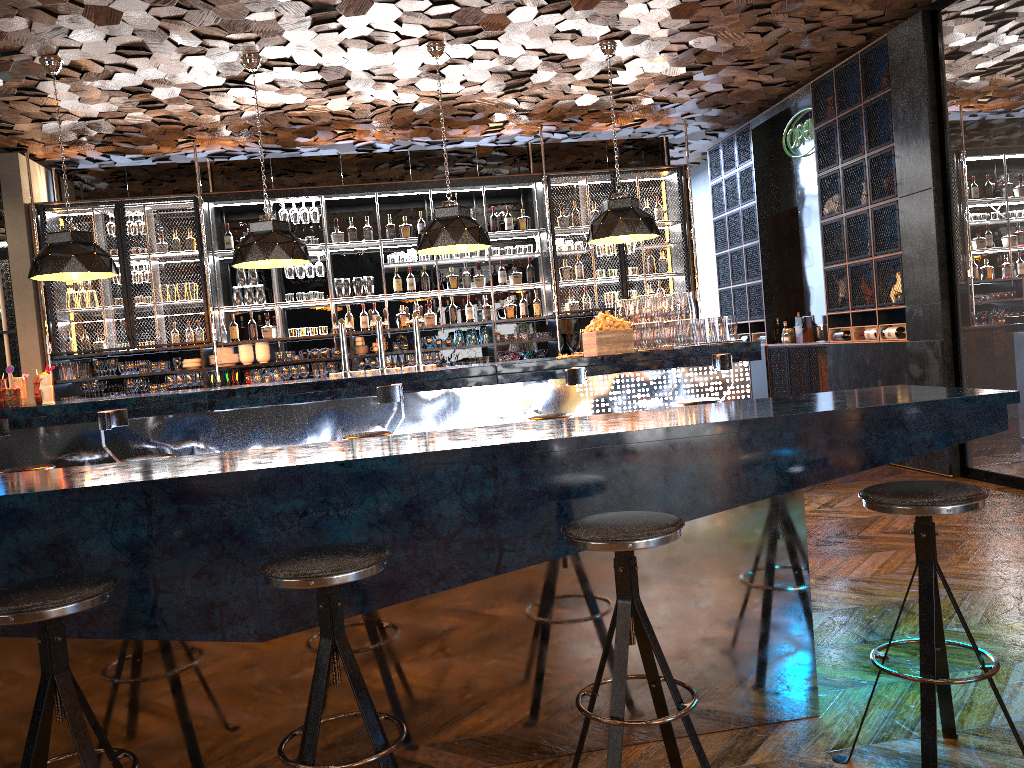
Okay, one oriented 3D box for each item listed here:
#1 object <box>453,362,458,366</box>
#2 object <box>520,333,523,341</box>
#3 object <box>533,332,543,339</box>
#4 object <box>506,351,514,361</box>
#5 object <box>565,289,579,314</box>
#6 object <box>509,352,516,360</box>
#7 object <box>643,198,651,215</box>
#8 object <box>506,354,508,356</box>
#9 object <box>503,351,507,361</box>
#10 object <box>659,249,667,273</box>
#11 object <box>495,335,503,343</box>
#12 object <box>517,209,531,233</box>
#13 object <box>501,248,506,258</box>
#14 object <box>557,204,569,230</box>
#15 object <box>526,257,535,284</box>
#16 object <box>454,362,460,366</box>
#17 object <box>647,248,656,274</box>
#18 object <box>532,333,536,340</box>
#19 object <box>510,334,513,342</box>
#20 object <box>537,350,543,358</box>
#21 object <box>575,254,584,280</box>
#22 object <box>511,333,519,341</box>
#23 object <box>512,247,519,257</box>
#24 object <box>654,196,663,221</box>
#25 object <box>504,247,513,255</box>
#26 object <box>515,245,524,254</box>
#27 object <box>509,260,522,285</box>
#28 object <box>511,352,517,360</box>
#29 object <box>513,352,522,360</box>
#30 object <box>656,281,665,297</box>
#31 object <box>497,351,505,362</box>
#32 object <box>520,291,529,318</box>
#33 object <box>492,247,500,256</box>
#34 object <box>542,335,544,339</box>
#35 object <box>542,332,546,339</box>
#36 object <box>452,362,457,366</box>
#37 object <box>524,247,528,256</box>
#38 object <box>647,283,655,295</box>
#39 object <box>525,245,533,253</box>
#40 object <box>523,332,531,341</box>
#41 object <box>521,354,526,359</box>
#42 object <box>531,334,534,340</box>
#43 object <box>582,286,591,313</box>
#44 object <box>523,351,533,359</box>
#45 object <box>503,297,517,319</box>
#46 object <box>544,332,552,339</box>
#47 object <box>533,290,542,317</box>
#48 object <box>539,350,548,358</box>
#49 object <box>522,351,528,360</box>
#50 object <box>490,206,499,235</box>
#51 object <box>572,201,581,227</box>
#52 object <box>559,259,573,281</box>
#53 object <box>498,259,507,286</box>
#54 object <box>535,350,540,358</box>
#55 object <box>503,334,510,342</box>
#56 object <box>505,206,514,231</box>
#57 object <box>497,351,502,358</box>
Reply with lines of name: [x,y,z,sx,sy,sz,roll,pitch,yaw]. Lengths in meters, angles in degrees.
object: [-0.597,-0.180,9.502,0.067,0.099,0.067,-7,3,-36]
object: [0.125,-0.510,9.574,0.084,0.082,0.084,-5,2,-2]
object: [0.282,-0.516,9.535,0.088,0.070,0.098,-4,3,27]
object: [-0.026,-0.268,9.505,0.089,0.174,0.089,-3,3,42]
object: [0.656,-0.900,9.727,0.123,0.279,0.123,-6,3,-19]
object: [0.029,-0.270,9.735,0.106,0.148,0.106,-4,2,11]
object: [1.496,-1.918,9.834,0.083,0.282,0.083,-5,2,7]
object: [-0.061,-0.273,9.696,0.089,0.174,0.089,-3,3,42]
object: [-0.062,-0.269,9.598,0.089,0.174,0.089,-3,3,42]
object: [1.678,-1.363,9.877,0.083,0.282,0.083,-5,2,2]
object: [-0.138,-0.481,9.441,0.084,0.082,0.084,-6,3,-16]
object: [0.128,-1.773,9.636,0.151,0.248,0.094,-4,3,21]
object: [-0.076,-1.437,9.731,0.089,0.092,0.089,-6,3,-22]
object: [0.553,-1.828,9.684,0.123,0.279,0.123,-5,2,0]
object: [0.198,-1.234,9.667,0.086,0.299,0.086,-3,3,41]
object: [-0.579,-0.177,9.379,0.067,0.099,0.067,-7,3,-36]
object: [1.543,-1.359,9.861,0.086,0.299,0.086,-3,3,41]
object: [0.270,-0.519,9.631,0.088,0.070,0.098,-4,3,15]
object: [0.009,-0.502,9.654,0.084,0.082,0.084,-5,2,-11]
object: [0.327,-0.294,9.638,0.107,0.152,0.107,-5,2,6]
object: [0.739,-1.283,9.755,0.086,0.298,0.086,-3,3,41]
object: [0.039,-0.497,9.462,0.084,0.082,0.084,-5,2,10]
object: [0.031,-1.446,9.721,0.089,0.092,0.089,-6,3,-22]
object: [1.629,-1.940,9.880,0.086,0.298,0.086,-7,3,-44]
object: [-0.034,-1.435,9.591,0.089,0.092,0.089,-5,2,-9]
object: [0.085,-1.444,9.570,0.089,0.092,0.089,-3,3,31]
object: [0.035,-1.207,9.627,0.123,0.279,0.123,-6,3,-19]
object: [0.048,-0.267,9.619,0.106,0.148,0.106,-4,3,24]
object: [0.063,-0.263,9.503,0.106,0.148,0.106,-5,2,10]
object: [1.656,-1.004,9.898,0.086,0.298,0.086,-3,3,41]
object: [-0.123,-0.257,9.431,0.089,0.174,0.089,-3,3,42]
object: [0.128,-0.861,9.678,0.086,0.298,0.086,-3,3,41]
object: [-0.172,-1.421,9.542,0.089,0.092,0.089,-6,3,-22]
object: [0.358,-0.529,9.698,0.088,0.070,0.098,-3,3,38]
object: [0.373,-0.526,9.597,0.098,0.070,0.088,-4,3,19]
object: [-0.614,-0.183,9.598,0.067,0.099,0.067,-7,3,-36]
object: [0.137,-1.456,9.749,0.089,0.092,0.089,-3,3,31]
object: [1.535,-0.985,9.867,0.083,0.282,0.083,-6,3,-23]
object: [0.183,-1.454,9.590,0.089,0.092,0.089,-6,3,-22]
object: [0.157,-0.508,9.479,0.084,0.082,0.084,-6,3,-26]
object: [0.142,-0.281,9.750,0.106,0.148,0.106,-3,3,31]
object: [0.258,-0.522,9.731,0.088,0.070,0.098,-6,3,-24]
object: [0.820,-0.927,9.767,0.086,0.299,0.086,-3,3,41]
object: [0.178,-0.274,9.521,0.106,0.148,0.106,-5,2,2]
object: [-0.020,-0.822,9.643,0.151,0.248,0.094,-5,2,1]
object: [0.389,-0.524,9.500,0.088,0.070,0.098,-5,2,2]
object: [0.273,-0.874,9.685,0.080,0.299,0.080,-5,2,-6]
object: [0.344,-0.290,9.522,0.107,0.152,0.107,-4,3,17]
object: [0.161,-0.278,9.637,0.106,0.148,0.106,-4,3,20]
object: [-0.194,-1.770,9.593,0.086,0.299,0.086,-3,3,41]
object: [0.698,-1.852,9.721,0.086,0.297,0.086,-3,3,41]
object: [0.591,-1.243,9.720,0.151,0.248,0.094,-5,2,1]
object: [-0.108,-1.205,9.627,0.086,0.298,0.086,-3,3,41]
object: [0.304,-0.297,9.766,0.107,0.152,0.107,-5,2,-2]
object: [-0.057,-0.488,9.450,0.084,0.082,0.084,-5,2,-7]
object: [-0.036,-1.786,9.644,0.086,0.298,0.086,-3,3,41]
object: [-0.126,-0.260,9.526,0.089,0.174,0.089,-3,3,42]
